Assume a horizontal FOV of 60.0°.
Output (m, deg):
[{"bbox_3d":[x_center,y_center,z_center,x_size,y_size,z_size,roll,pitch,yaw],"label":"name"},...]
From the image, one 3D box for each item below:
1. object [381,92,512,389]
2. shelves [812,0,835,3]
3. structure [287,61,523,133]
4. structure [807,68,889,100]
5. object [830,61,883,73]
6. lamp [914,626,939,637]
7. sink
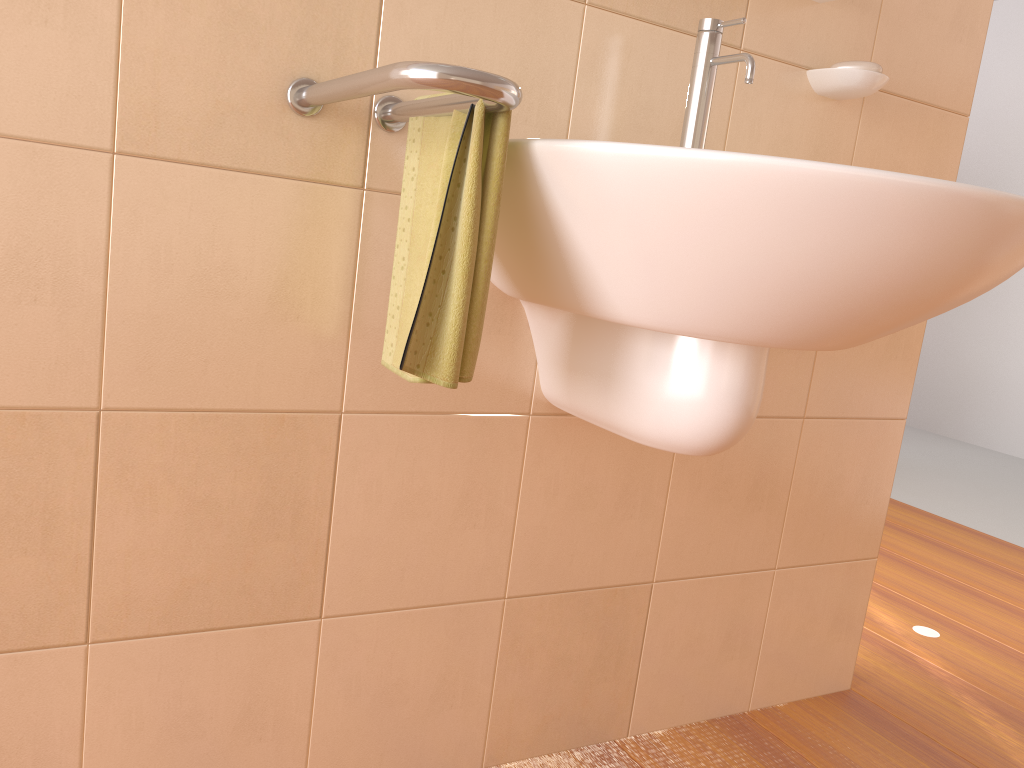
[{"bbox_3d":[-0.069,-0.152,0.910,0.085,0.306,0.181,5,10,-14],"label":"object"},{"bbox_3d":[0.250,-0.579,1.110,0.554,0.050,0.138,2,11,-30],"label":"shelves"},{"bbox_3d":[-0.105,-0.280,0.863,0.142,0.042,0.333,2,11,-30],"label":"structure"},{"bbox_3d":[0.505,-0.442,1.315,0.117,0.029,0.092,2,11,-30],"label":"structure"},{"bbox_3d":[0.509,-0.464,1.313,0.075,0.023,0.050,12,11,24],"label":"object"},{"bbox_3d":[-0.140,0.635,0.794,3.173,0.001,2.893,2,11,-30],"label":"lamp"},{"bbox_3d":[0.298,-0.164,1.005,0.683,0.516,0.539,2,11,-30],"label":"sink"}]
